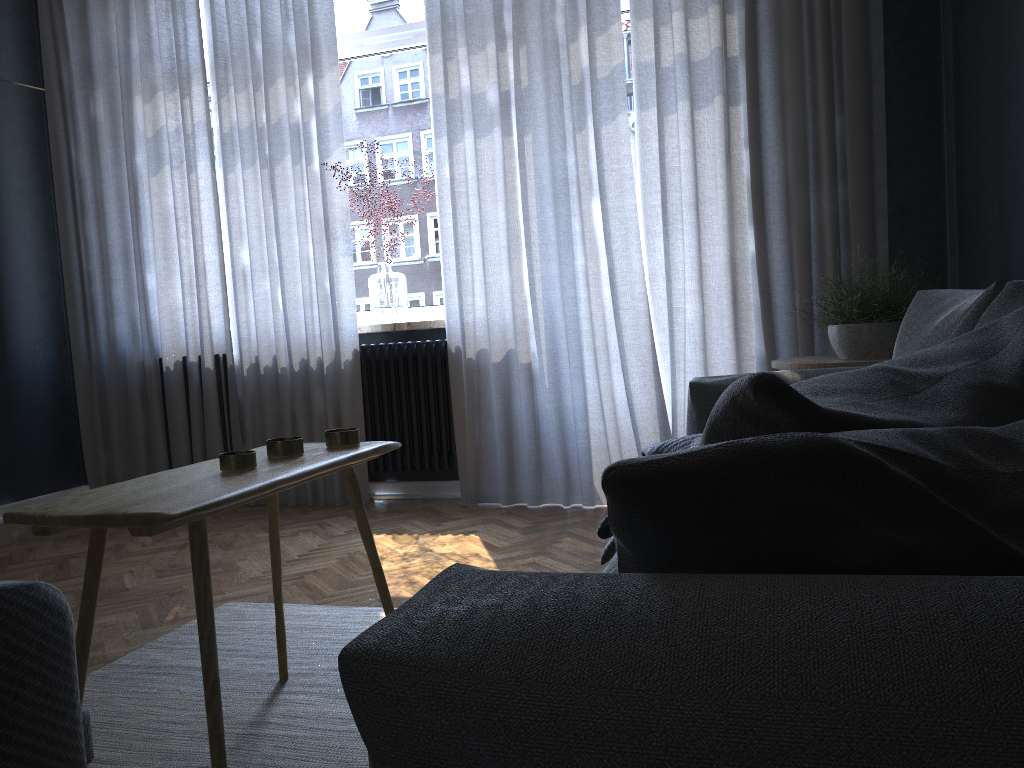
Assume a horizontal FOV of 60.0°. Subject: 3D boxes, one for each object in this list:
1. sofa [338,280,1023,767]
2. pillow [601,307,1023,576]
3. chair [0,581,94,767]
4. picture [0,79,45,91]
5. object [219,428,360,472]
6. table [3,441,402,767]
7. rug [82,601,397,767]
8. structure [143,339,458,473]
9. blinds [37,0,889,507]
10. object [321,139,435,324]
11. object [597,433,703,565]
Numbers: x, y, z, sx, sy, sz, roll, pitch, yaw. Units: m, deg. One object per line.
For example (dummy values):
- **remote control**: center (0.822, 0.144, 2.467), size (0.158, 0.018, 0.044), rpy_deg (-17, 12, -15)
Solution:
- **sofa**: center (0.620, 0.236, 1.496), size (0.970, 0.799, 2.337), rpy_deg (-3, 4, 17)
- **pillow**: center (0.376, 0.107, 0.906), size (0.442, 0.362, 0.796), rpy_deg (-1, 4, 35)
- **chair**: center (-0.710, 0.360, 0.718), size (0.645, 0.812, 0.494), rpy_deg (-4, 4, -5)
- **picture**: center (-2.985, -0.986, 2.539), size (0.058, 0.772, 4.451), rpy_deg (-2, 4, 17)
- **object**: center (-0.437, 0.125, 1.730), size (0.103, 0.033, 0.368), rpy_deg (-2, 4, 28)
- **table**: center (-0.484, 0.426, 1.632), size (0.339, 0.550, 0.786), rpy_deg (-2, 4, 17)
- **rug**: center (-0.670, 0.715, 1.575), size (1.004, 0.013, 2.008), rpy_deg (-3, 4, 17)
- **structure**: center (-0.973, 0.125, 4.312), size (1.847, 0.601, 0.215), rpy_deg (-3, 4, 17)
- **blinds**: center (-0.391, -0.852, 3.976), size (3.993, 2.792, 0.312), rpy_deg (-3, 4, 17)
- **object**: center (-0.592, -0.692, 4.146), size (0.514, 0.810, 0.598), rpy_deg (-4, 4, -9)
- **object**: center (0.497, 0.229, 2.138), size (0.490, 0.329, 0.665), rpy_deg (-2, 4, 22)
